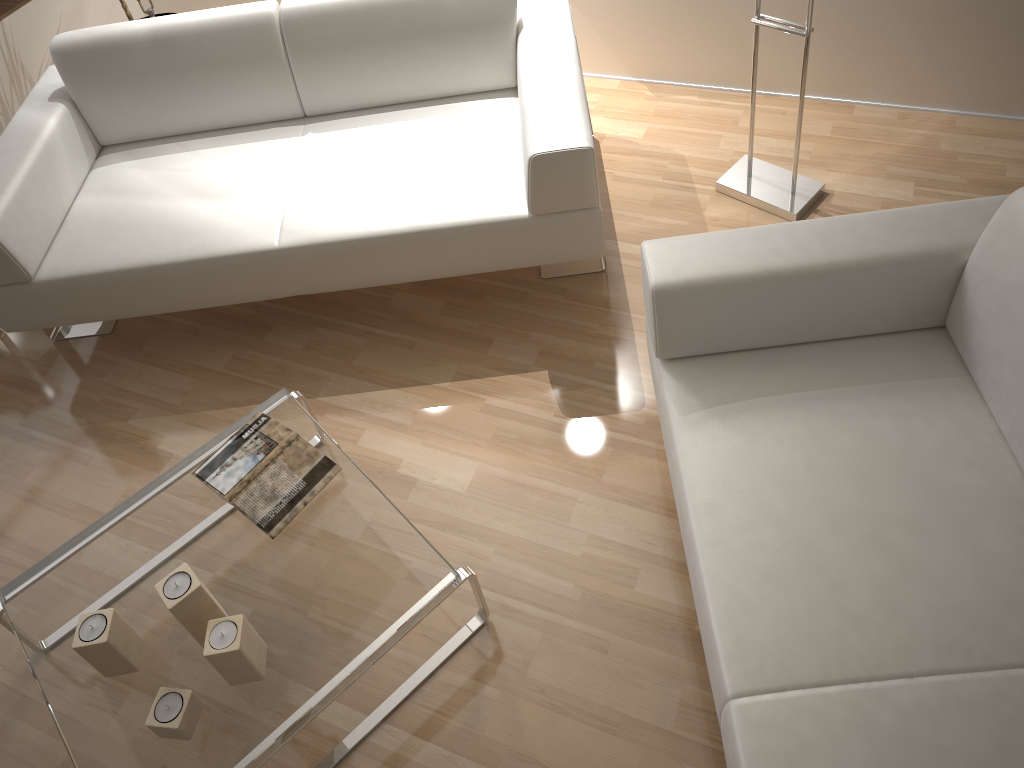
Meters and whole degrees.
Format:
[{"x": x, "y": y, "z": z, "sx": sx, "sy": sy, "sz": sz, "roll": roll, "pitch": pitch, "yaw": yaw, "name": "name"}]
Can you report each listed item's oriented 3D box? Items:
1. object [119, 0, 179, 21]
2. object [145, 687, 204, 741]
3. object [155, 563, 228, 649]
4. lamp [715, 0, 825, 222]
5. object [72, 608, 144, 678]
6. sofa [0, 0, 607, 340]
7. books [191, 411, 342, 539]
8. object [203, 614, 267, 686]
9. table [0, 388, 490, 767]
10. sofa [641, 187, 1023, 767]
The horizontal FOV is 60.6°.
[{"x": -1.567, "y": -1.658, "z": 3.287, "sx": 0.452, "sy": 1.358, "sz": 0.529, "roll": 23, "pitch": 56, "yaw": 29, "name": "object"}, {"x": -0.615, "y": 0.598, "z": 1.594, "sx": 0.067, "sy": 0.068, "sz": 0.072, "roll": 0, "pitch": 48, "yaw": 11, "name": "object"}, {"x": -0.607, "y": 0.425, "z": 1.675, "sx": 0.069, "sy": 0.181, "sz": 0.070, "roll": -38, "pitch": 51, "yaw": -22, "name": "object"}, {"x": 0.714, "y": -1.137, "z": 2.265, "sx": 0.379, "sy": 1.540, "sz": 0.218, "roll": 32, "pitch": 61, "yaw": 34, "name": "lamp"}, {"x": -0.772, "y": 0.492, "z": 1.672, "sx": 0.067, "sy": 0.139, "sz": 0.072, "roll": -11, "pitch": 46, "yaw": 2, "name": "object"}, {"x": -0.654, "y": -0.713, "z": 2.708, "sx": 1.778, "sy": 0.684, "sz": 0.981, "roll": -7, "pitch": 47, "yaw": 4, "name": "sofa"}, {"x": -0.552, "y": 0.197, "z": 1.964, "sx": 0.301, "sy": 0.052, "sz": 0.214, "roll": 27, "pitch": 57, "yaw": 30, "name": "books"}, {"x": -0.513, "y": 0.492, "z": 1.625, "sx": 0.067, "sy": 0.139, "sz": 0.072, "roll": -11, "pitch": 46, "yaw": 2, "name": "object"}, {"x": -0.586, "y": 0.489, "z": 1.895, "sx": 0.823, "sy": 0.231, "sz": 0.732, "roll": -37, "pitch": 52, "yaw": -23, "name": "table"}, {"x": 0.780, "y": 0.454, "z": 1.368, "sx": 0.904, "sy": 0.684, "sz": 1.929, "roll": -7, "pitch": 47, "yaw": 5, "name": "sofa"}]
